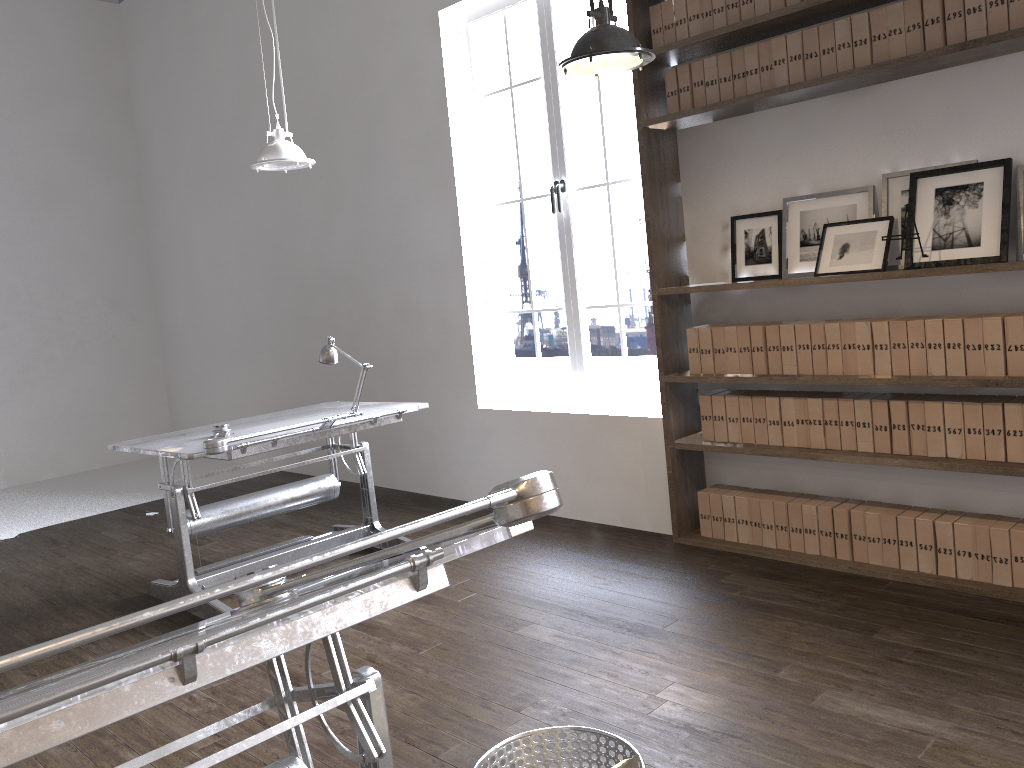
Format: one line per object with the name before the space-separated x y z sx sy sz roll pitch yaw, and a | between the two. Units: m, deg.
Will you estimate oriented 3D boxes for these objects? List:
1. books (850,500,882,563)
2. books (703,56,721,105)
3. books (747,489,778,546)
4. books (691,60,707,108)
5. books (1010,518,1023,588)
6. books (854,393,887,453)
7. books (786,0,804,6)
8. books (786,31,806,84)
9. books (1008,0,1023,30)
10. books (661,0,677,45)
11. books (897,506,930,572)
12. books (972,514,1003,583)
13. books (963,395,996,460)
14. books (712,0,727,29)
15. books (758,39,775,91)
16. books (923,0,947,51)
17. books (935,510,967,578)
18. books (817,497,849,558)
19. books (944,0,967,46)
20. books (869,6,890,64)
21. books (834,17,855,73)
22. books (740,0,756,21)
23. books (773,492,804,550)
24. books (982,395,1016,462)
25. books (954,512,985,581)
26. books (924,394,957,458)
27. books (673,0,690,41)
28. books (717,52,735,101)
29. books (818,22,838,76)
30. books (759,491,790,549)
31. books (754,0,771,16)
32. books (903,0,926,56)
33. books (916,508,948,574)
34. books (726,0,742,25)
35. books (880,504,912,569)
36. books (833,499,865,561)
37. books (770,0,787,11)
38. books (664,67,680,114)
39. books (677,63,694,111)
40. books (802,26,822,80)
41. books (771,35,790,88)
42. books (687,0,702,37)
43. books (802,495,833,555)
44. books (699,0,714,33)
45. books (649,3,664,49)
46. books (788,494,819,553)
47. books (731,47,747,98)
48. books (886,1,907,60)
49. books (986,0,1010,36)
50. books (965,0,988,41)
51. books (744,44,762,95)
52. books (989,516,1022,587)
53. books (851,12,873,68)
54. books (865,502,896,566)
books | 1.539 0.637 3.827 0.175 0.225 0.066 -10 6 -44
books | 0.965 -1.382 4.076 0.175 0.225 0.066 -10 6 -44
books | 1.191 0.630 4.181 0.175 0.225 0.066 -10 6 -44
books | 0.919 -1.384 4.130 0.175 0.225 0.066 -10 6 -44
books | 1.972 0.646 3.383 0.175 0.225 0.066 -10 6 -44
books | 1.527 0.162 3.753 0.175 0.225 0.066 -10 6 -44
books | 1.229 -1.684 3.753 0.175 0.225 0.067 -10 6 -44
books | 1.252 -1.376 3.781 0.175 0.225 0.067 -10 6 -44
books | 1.845 -1.364 3.180 0.175 0.225 0.066 -10 6 -44
books | 0.794 -1.694 4.205 0.175 0.225 0.066 -10 6 -44
books | 1.675 0.641 3.678 0.175 0.225 0.066 -10 6 -44
books | 1.875 0.645 3.479 0.175 0.225 0.066 -10 6 -44
books | 1.830 0.167 3.451 0.175 0.225 0.066 -10 6 -44
books | 0.981 -1.689 4.007 0.175 0.225 0.067 -10 6 -44
books | 1.160 -1.378 3.881 0.175 0.225 0.066 -10 6 -44
books | 1.641 -1.367 3.382 0.175 0.225 0.067 -10 6 -44
books | 1.778 0.643 3.574 0.175 0.225 0.067 -10 6 -44
books | 1.435 0.635 3.933 0.175 0.225 0.066 -10 6 -44
books | 1.697 -1.367 3.332 0.175 0.225 0.066 -10 6 -44
books | 1.498 -1.370 3.527 0.175 0.225 0.067 -10 6 -44
books | 1.400 -1.373 3.633 0.175 0.225 0.066 -10 6 -44
books | 1.081 -1.688 3.912 0.175 0.225 0.066 -10 6 -44
books | 1.286 0.632 4.085 0.175 0.225 0.066 -10 6 -44
books | 1.877 0.169 3.399 0.175 0.225 0.066 -10 6 -44
books | 1.830 0.644 3.523 0.175 0.225 0.066 -10 6 -44
books | 1.725 0.166 3.547 0.175 0.225 0.066 -10 6 -44
books | 0.840 -1.693 4.152 0.175 0.225 0.067 -10 6 -44
books | 1.017 -1.381 4.028 0.175 0.225 0.066 -10 6 -44
books | 1.354 -1.374 3.685 0.175 0.225 0.066 -10 6 -44
books | 1.235 0.632 4.130 0.175 0.225 0.067 -10 6 -44
books | 1.128 -1.686 3.858 0.175 0.225 0.066 -10 6 -44
books | 1.593 -1.369 3.439 0.175 0.225 0.066 -10 6 -44
books | 1.728 0.642 3.629 0.175 0.225 0.066 -10 6 -44
books | 1.032 -1.689 3.963 0.175 0.225 0.066 -10 6 -44
books | 1.624 0.640 3.730 0.175 0.225 0.067 -10 6 -44
books | 1.483 0.637 3.876 0.175 0.225 0.067 -10 6 -44
books | 1.181 -1.686 3.811 0.175 0.225 0.066 -10 6 -44
books | 0.815 -1.386 4.237 0.175 0.225 0.066 -10 6 -44
books | 0.862 -1.384 4.180 0.175 0.225 0.067 -10 6 -44
books | 1.304 -1.375 3.734 0.175 0.225 0.066 -10 6 -44
books | 1.203 -1.377 3.835 0.175 0.225 0.066 -10 6 -44
books | 0.892 -1.692 4.102 0.175 0.225 0.066 -10 6 -44
books | 1.382 0.635 3.981 0.175 0.225 0.066 -10 6 -44
books | 0.937 -1.691 4.058 0.175 0.225 0.066 -10 6 -44
books | 0.747 -1.695 4.257 0.175 0.225 0.066 -10 6 -44
books | 1.336 0.633 4.035 0.175 0.225 0.066 -10 6 -44
books | 1.067 -1.380 3.978 0.175 0.225 0.066 -10 6 -44
books | 1.546 -1.370 3.484 0.175 0.225 0.066 -10 6 -44
books | 1.796 -1.365 3.230 0.175 0.225 0.066 -10 6 -44
books | 1.743 -1.365 3.278 0.175 0.225 0.066 -10 6 -44
books | 1.110 -1.378 3.925 0.175 0.225 0.067 -10 6 -44
books | 1.918 0.646 3.428 0.175 0.225 0.067 -10 6 -44
books | 1.448 -1.371 3.578 0.175 0.225 0.066 -10 6 -44
books | 1.583 0.638 3.778 0.175 0.225 0.066 -10 6 -44
